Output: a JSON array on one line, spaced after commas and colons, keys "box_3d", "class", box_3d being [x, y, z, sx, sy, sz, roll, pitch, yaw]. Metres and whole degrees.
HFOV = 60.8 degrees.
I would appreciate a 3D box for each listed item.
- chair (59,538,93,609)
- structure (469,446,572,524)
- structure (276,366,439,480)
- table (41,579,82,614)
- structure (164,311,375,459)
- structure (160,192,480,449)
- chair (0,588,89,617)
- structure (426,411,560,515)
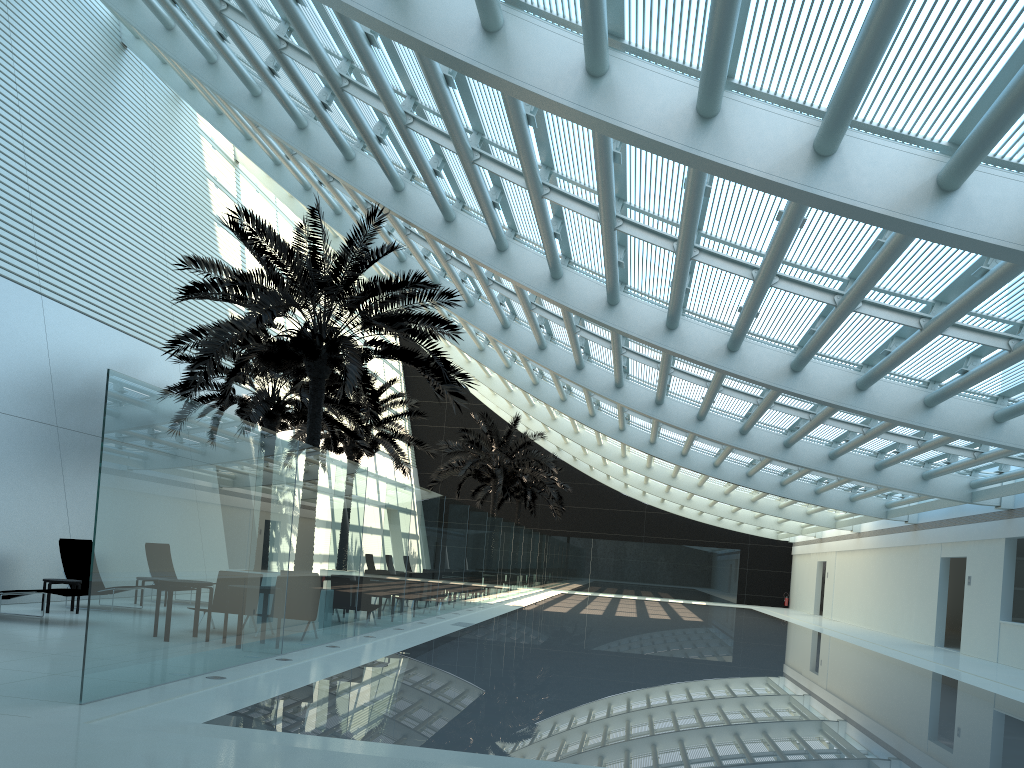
[{"box_3d": [-6.576, 3.299, 14.919, 2.033, 1.140, 0.938, 3, -5, 8], "class": "chair"}, {"box_3d": [0.454, 6.230, 41.404, 4.475, 6.911, 4.862, 5, -4, -13], "class": "structure"}, {"box_3d": [-5.032, 2.860, 26.334, 4.282, 6.790, 4.707, 1, -5, 42], "class": "structure"}, {"box_3d": [-7.139, 3.359, 13.806, 0.561, 0.509, 0.555, 10, -8, -39], "class": "table"}, {"box_3d": [-5.655, 1.641, 20.318, 4.661, 6.730, 4.323, 5, -4, -13], "class": "structure"}, {"box_3d": [-3.313, 0.503, 14.179, 4.806, 6.913, 4.524, 2, -4, 27], "class": "structure"}, {"box_3d": [-6.929, 2.760, 12.352, 2.033, 1.140, 0.938, 3, -5, 8], "class": "chair"}, {"box_3d": [-0.690, 4.520, 33.281, 4.821, 6.914, 4.510, 4, -4, 2], "class": "structure"}]
